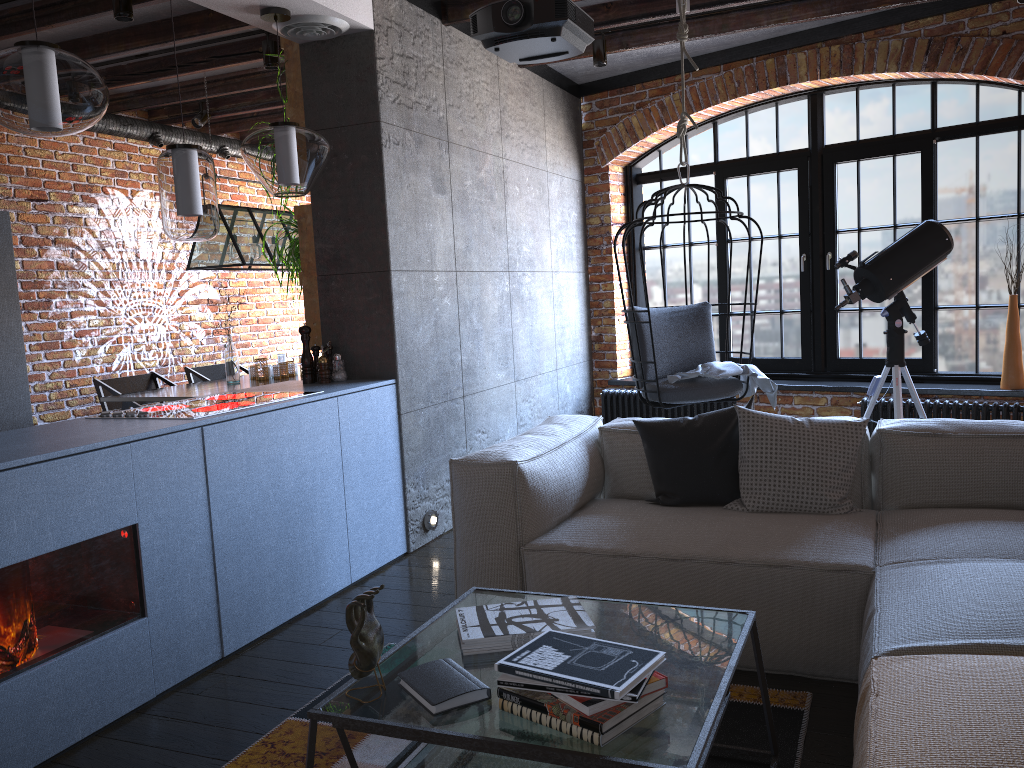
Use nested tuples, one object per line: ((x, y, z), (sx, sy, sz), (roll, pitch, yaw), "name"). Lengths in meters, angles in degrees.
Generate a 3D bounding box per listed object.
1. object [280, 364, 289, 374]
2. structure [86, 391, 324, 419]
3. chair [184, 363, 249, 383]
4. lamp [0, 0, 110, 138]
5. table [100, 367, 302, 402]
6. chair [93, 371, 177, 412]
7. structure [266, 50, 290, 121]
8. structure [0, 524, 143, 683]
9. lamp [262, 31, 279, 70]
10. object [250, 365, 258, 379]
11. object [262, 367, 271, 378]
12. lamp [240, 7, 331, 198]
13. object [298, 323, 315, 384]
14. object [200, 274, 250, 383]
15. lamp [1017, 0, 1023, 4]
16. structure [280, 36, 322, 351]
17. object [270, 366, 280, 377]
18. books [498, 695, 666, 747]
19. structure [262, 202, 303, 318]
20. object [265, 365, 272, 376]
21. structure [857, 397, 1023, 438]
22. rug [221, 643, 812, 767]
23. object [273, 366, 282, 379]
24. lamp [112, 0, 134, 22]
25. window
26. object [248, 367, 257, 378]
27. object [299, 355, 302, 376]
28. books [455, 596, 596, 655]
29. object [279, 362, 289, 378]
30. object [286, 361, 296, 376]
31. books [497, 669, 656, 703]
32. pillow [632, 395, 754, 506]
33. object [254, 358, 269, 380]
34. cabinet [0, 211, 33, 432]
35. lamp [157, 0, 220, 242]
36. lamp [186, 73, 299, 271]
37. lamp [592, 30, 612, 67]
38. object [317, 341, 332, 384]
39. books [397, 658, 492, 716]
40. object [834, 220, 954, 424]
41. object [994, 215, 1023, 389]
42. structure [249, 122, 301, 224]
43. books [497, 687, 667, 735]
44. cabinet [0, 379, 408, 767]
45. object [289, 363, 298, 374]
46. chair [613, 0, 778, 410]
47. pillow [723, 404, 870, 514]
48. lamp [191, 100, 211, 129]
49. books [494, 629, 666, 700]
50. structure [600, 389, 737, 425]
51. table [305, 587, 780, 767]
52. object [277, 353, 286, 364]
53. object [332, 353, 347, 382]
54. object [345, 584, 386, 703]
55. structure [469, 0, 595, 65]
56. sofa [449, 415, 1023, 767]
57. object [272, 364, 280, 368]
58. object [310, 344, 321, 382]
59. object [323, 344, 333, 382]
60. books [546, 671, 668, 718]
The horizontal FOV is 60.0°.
((-1.562, -0.096, 6.087), (0.060, 0.073, 0.060), (-7, 7, -35), "object")
((-1.165, 0.088, 3.460), (0.504, 0.057, 0.763), (-1, 6, 23), "structure")
((-1.956, 0.253, 6.475), (0.610, 0.819, 0.495), (-1, 7, 23), "chair")
((-1.410, -1.072, 2.621), (0.364, 0.665, 0.364), (-2, 6, 6), "lamp")
((-1.605, 0.333, 5.907), (0.905, 0.738, 1.886), (-1, 6, 23), "table")
((-2.264, 0.343, 5.749), (0.610, 0.819, 0.495), (-1, 7, 23), "chair")
((-0.935, -1.481, 4.497), (0.570, 0.621, 0.422), (-2, 6, 12), "structure")
((-1.473, 0.656, 2.401), (0.332, 0.394, 0.943), (-1, 6, 23), "structure")
((-1.340, -1.847, 4.908), (0.082, 0.184, 0.112), (-4, 6, -10), "lamp")
((-1.725, -0.079, 5.936), (0.054, 0.087, 0.054), (-7, 7, -34), "object")
((-1.643, -0.077, 5.944), (0.060, 0.073, 0.060), (-7, 7, -35), "object")
((-0.956, -1.163, 3.694), (0.367, 0.747, 0.367), (-5, 6, -13), "lamp")
((-0.959, -0.143, 4.143), (0.061, 0.283, 0.061), (1, 8, 37), "object")
((-1.804, -0.361, 5.665), (0.443, 0.709, 0.194), (2, 8, 38), "object")
((2.541, -1.996, 4.400), (0.093, 0.208, 0.134), (-3, 6, -1), "lamp")
((-0.432, -0.689, 5.710), (0.206, 2.383, 2.827), (-1, 6, 23), "structure")
((-1.599, -0.085, 5.991), (0.060, 0.073, 0.060), (-7, 7, -35), "object")
((0.134, 0.609, 1.705), (0.247, 0.024, 0.209), (2, 8, 42), "books")
((-0.998, -0.642, 4.653), (0.422, 0.621, 0.570), (2, 8, 42), "structure")
((-1.687, -0.093, 6.125), (0.060, 0.073, 0.060), (-7, 7, -35), "object")
((2.525, 0.329, 5.037), (1.115, 0.476, 0.106), (2, 8, 40), "structure")
((-0.234, 1.038, 1.775), (1.432, 0.013, 2.362), (-1, 6, 23), "rug")
((-1.537, -0.073, 5.805), (0.049, 0.080, 0.049), (-2, 6, 7), "object")
((-1.745, -1.729, 3.960), (0.082, 0.184, 0.116), (-5, 6, -16), "lamp")
((2.039, -0.986, 5.901), (3.292, 2.234, 0.177), (2, 8, 40), "window")
((-1.753, -0.077, 6.003), (0.060, 0.073, 0.060), (-7, 7, -35), "object")
((-1.389, -0.128, 5.974), (0.086, 0.140, 0.086), (-2, 6, 13), "object")
((0.026, 0.570, 2.108), (0.309, 0.038, 0.225), (-4, 6, -7), "books")
((-1.522, -0.095, 5.918), (0.061, 0.099, 0.061), (-6, 7, -29), "object")
((-1.498, -0.104, 5.998), (0.061, 0.099, 0.061), (0, 7, 30), "object")
((0.132, 0.547, 1.701), (0.268, 0.014, 0.196), (-1, 6, 22), "books")
((0.716, 0.253, 3.321), (0.538, 0.417, 0.238), (-2, 6, 13), "pillow")
((-1.640, -0.098, 5.810), (0.086, 0.140, 0.086), (-4, 6, -4), "object")
((-3.835, 0.192, 3.178), (0.713, 1.809, 4.171), (-1, 6, 23), "cabinet")
((-1.188, -0.994, 3.177), (0.197, 0.956, 0.194), (-8, 8, -37), "lamp")
((-1.626, -1.405, 5.892), (0.465, 1.268, 1.257), (-1, 6, 23), "lamp")
((0.538, -1.985, 5.255), (0.121, 0.184, 0.082), (-1, 6, 16), "lamp")
((-0.866, -0.100, 4.120), (0.080, 0.192, 0.058), (-6, 7, -26), "object")
((-0.141, 0.612, 1.805), (0.129, 0.029, 0.181), (-6, 7, -29), "books")
((1.965, -0.111, 4.697), (0.616, 1.472, 0.570), (-8, 8, -40), "object")
((2.820, -0.492, 4.925), (0.270, 1.054, 0.299), (3, 8, 43), "object")
((-1.075, -1.113, 4.588), (0.570, 0.621, 0.422), (-4, 6, -8), "structure")
((0.134, 0.587, 1.702), (0.251, 0.023, 0.209), (2, 8, 42), "books")
((-1.369, 0.566, 2.952), (0.607, 0.844, 2.958), (-1, 6, 23), "cabinet")
((-1.509, -0.103, 6.126), (0.060, 0.073, 0.060), (-5, 6, -15), "object")
((0.904, -0.943, 4.725), (0.802, 2.222, 0.682), (-6, 7, -22), "chair")
((1.017, 0.265, 3.168), (0.543, 0.402, 0.250), (-3, 6, 5), "pillow")
((-2.239, -1.939, 6.395), (0.093, 0.201, 0.162), (-1, 6, 16), "lamp")
((0.132, 0.532, 1.700), (0.268, 0.014, 0.196), (1, 7, 34), "books")
((1.089, 0.287, 6.238), (1.115, 0.476, 0.106), (2, 8, 40), "structure")
((0.104, 0.790, 1.963), (0.842, 0.389, 0.848), (-1, 6, 23), "table")
((-1.588, -0.172, 6.122), (0.060, 0.073, 0.060), (-3, 6, 0), "object")
((-0.811, -0.078, 4.153), (0.069, 0.135, 0.069), (-3, 6, 3), "object")
((-0.290, 0.523, 1.791), (0.093, 0.223, 0.099), (-6, 7, -27), "object")
((0.074, -1.740, 3.538), (0.409, 0.817, 0.463), (-1, 7, 23), "structure")
((0.687, 0.635, 2.087), (2.536, 0.698, 3.298), (-1, 6, 22), "sofa")
((-1.620, -0.096, 6.118), (0.060, 0.073, 0.060), (-7, 7, -35), "object")
((-0.928, -0.100, 4.215), (0.048, 0.180, 0.048), (-5, 6, -17), "object")
((-0.866, -0.102, 4.203), (0.048, 0.180, 0.048), (-2, 6, 6), "object")
((0.149, 0.563, 1.716), (0.190, 0.023, 0.239), (-7, 7, -32), "books")
